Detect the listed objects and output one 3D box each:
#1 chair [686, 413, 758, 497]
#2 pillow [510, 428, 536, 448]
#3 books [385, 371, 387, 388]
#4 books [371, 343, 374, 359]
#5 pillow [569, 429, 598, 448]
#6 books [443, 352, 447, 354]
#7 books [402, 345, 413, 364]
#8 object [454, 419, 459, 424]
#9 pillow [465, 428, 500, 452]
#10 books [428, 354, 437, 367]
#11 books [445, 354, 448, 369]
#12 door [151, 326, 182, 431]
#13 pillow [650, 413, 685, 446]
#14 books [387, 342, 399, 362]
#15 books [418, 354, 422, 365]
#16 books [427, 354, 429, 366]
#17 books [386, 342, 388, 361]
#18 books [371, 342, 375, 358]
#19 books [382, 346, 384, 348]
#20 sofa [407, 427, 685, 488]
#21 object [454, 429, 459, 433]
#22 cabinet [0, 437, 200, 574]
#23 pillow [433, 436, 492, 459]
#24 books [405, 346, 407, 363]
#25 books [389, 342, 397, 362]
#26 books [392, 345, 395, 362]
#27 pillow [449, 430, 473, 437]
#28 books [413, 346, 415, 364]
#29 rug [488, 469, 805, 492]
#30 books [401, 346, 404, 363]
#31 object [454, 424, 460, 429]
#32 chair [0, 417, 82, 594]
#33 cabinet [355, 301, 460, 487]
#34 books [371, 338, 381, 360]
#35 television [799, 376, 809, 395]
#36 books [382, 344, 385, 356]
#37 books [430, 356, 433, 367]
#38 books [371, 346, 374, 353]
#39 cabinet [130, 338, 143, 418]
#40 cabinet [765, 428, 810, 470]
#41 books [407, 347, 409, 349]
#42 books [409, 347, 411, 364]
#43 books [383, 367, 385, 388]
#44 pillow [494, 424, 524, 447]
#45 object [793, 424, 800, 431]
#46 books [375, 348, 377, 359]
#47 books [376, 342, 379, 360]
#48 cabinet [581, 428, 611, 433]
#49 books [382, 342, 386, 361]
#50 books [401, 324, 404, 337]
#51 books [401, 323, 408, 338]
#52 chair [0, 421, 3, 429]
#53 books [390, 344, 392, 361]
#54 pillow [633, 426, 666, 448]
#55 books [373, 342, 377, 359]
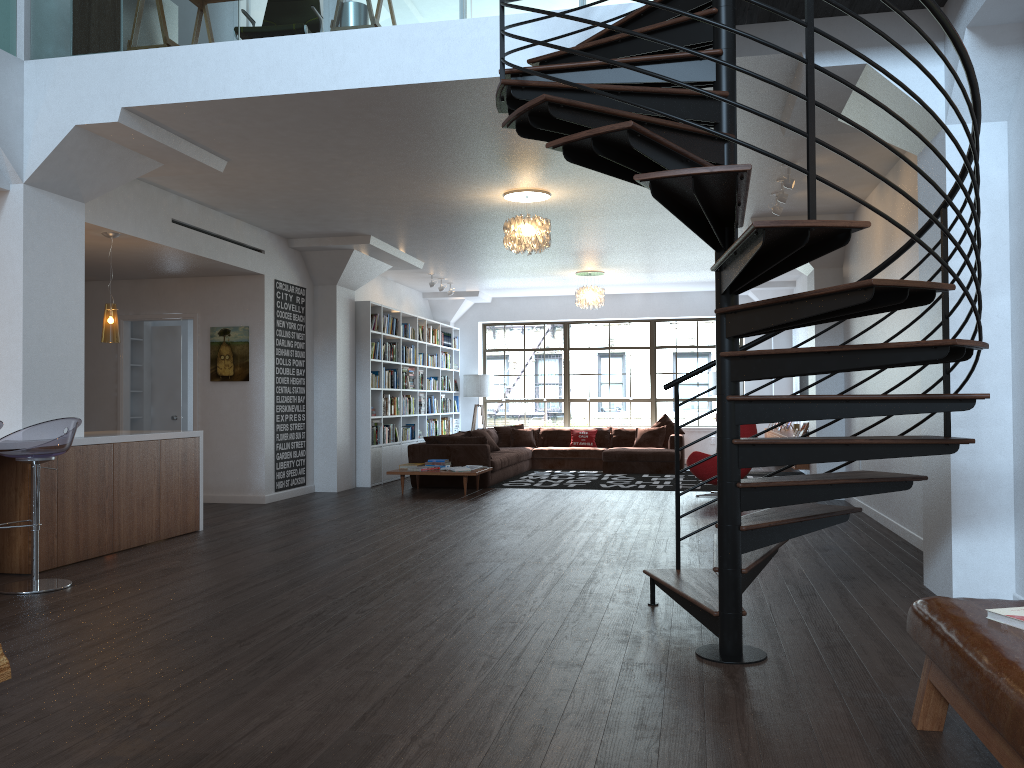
[{"bbox_3d":[2.421,0.781,10.191,0.801,1.006,0.798,-1,-1,37],"label":"chair"},{"bbox_3d":[0.165,0.894,14.730,0.489,0.337,0.238,0,-1,-19],"label":"pillow"},{"bbox_3d":[-1.801,-0.056,12.169,0.174,0.239,0.045,-1,-1,12],"label":"books"},{"bbox_3d":[-1.904,-0.432,11.685,0.161,0.218,0.101,-1,-1,12],"label":"books"},{"bbox_3d":[1.183,0.902,14.666,0.465,0.308,0.220,-1,-1,8],"label":"pillow"},{"bbox_3d":[-1.192,-0.402,15.192,0.176,0.290,0.036,-1,-1,11],"label":"books"},{"bbox_3d":[-1.573,-0.438,13.334,0.176,0.290,0.053,-1,-1,12],"label":"books"},{"bbox_3d":[-1.134,0.661,15.673,0.316,0.088,0.410,-1,-1,12],"label":"object"},{"bbox_3d":[-0.447,0.867,13.302,0.325,0.391,0.625,-1,-1,28],"label":"pillow"},{"bbox_3d":[-1.311,-0.384,14.611,0.140,0.231,0.042,-1,-1,12],"label":"books"},{"bbox_3d":[-1.190,-0.384,15.156,0.183,0.253,0.034,-1,-1,11],"label":"books"},{"bbox_3d":[-4.413,0.312,10.854,0.826,2.032,0.174,-1,-1,12],"label":"door"},{"bbox_3d":[2.454,0.773,14.454,0.651,0.587,0.335,0,-1,-10],"label":"pillow"},{"bbox_3d":[-1.708,-0.450,12.679,0.176,0.291,0.053,-1,-1,12],"label":"books"},{"bbox_3d":[-1.466,-0.372,13.805,0.128,0.178,0.021,-1,-1,12],"label":"books"},{"bbox_3d":[-1.401,-0.379,14.119,0.146,0.202,0.027,-1,-1,12],"label":"books"},{"bbox_3d":[-1.804,-0.442,12.258,0.180,0.259,0.042,-1,-1,12],"label":"books"},{"bbox_3d":[-1.894,-0.438,11.714,0.152,0.232,0.104,-1,-1,12],"label":"books"},{"bbox_3d":[-1.838,-0.420,12.026,0.161,0.207,0.135,-1,-1,12],"label":"books"},{"bbox_3d":[0.761,1.019,13.110,3.481,0.664,4.197,-1,-1,12],"label":"sofa"},{"bbox_3d":[-1.126,0.837,15.668,0.331,0.088,0.410,-1,-1,12],"label":"object"},{"bbox_3d":[-3.570,0.818,5.501,0.898,0.796,4.493,-1,-1,12],"label":"cabinet"},{"bbox_3d":[-0.644,0.854,11.613,0.750,0.364,0.289,-1,-1,11],"label":"pillow"},{"bbox_3d":[-1.631,-0.425,13.013,0.182,0.253,0.034,-1,-1,12],"label":"books"},{"bbox_3d":[-1.734,-0.448,12.631,0.198,0.284,0.049,-1,-1,12],"label":"books"},{"bbox_3d":[-1.739,-0.428,12.515,0.174,0.240,0.054,-1,-1,12],"label":"books"},{"bbox_3d":[-0.628,0.817,11.882,0.269,0.411,0.559,0,-1,-32],"label":"pillow"},{"bbox_3d":[-1.565,-0.434,13.394,0.197,0.283,0.065,-1,-1,12],"label":"books"},{"bbox_3d":[1.989,1.326,12.333,4.200,0.007,3.100,-1,-1,13],"label":"rug"},{"bbox_3d":[-1.661,-0.429,12.842,0.182,0.253,0.034,-1,-1,12],"label":"books"},{"bbox_3d":[-1.126,0.749,15.669,0.331,0.088,0.410,-1,-1,12],"label":"object"},{"bbox_3d":[-2.854,0.707,5.308,0.481,1.014,0.530,-1,-1,14],"label":"chair"},{"bbox_3d":[-1.607,0.171,13.719,0.461,2.414,4.500,-1,-1,12],"label":"cabinet"},{"bbox_3d":[-1.849,-0.464,11.901,0.176,0.290,0.053,-1,-1,12],"label":"books"},{"bbox_3d":[4.130,-0.011,12.483,0.013,0.816,1.324,-1,-1,11],"label":"television"},{"bbox_3d":[-1.834,-0.433,12.084,0.174,0.236,0.142,-1,-1,12],"label":"books"},{"bbox_3d":[-1.353,-0.361,14.406,0.128,0.178,0.022,-1,-1,12],"label":"books"},{"bbox_3d":[-1.914,-0.415,11.607,0.161,0.182,0.170,-1,-1,12],"label":"books"},{"bbox_3d":[-4.507,-0.143,11.547,0.527,2.991,2.630,-1,-1,12],"label":"cabinet"},{"bbox_3d":[3.993,0.870,12.561,0.459,0.350,4.501,-1,-1,12],"label":"cabinet"},{"bbox_3d":[-1.606,-0.421,13.167,0.159,0.250,0.026,-1,-1,12],"label":"books"},{"bbox_3d":[-1.596,-0.418,13.207,0.170,0.245,0.057,-1,-1,12],"label":"books"},{"bbox_3d":[-1.823,-0.083,12.096,0.176,0.290,0.053,-1,-1,12],"label":"books"},{"bbox_3d":[-0.003,0.880,14.863,0.580,0.418,0.334,0,-1,-15],"label":"pillow"},{"bbox_3d":[4.244,0.652,13.227,0.089,0.110,0.089,0,-1,-33],"label":"object"},{"bbox_3d":[-1.887,-0.441,11.789,0.172,0.239,0.093,-1,-1,12],"label":"books"},{"bbox_3d":[-1.872,-0.442,11.827,0.174,0.242,0.105,-1,-1,12],"label":"books"},{"bbox_3d":[1.664,1.082,15.478,1.520,0.625,0.350,-1,-1,12],"label":"cabinet"},{"bbox_3d":[-1.815,-0.441,12.172,0.183,0.253,0.042,-1,-1,12],"label":"books"},{"bbox_3d":[-1.653,-0.772,12.951,0.146,0.202,0.027,-1,-1,12],"label":"books"},{"bbox_3d":[-1.614,-0.783,13.142,0.140,0.231,0.042,-1,-1,12],"label":"books"},{"bbox_3d":[-2.980,0.696,4.691,0.481,1.014,0.530,-1,-1,9],"label":"chair"},{"bbox_3d":[-1.771,-0.436,12.407,0.183,0.253,0.042,-1,-1,12],"label":"books"},{"bbox_3d":[2.219,0.854,14.332,0.542,0.362,0.248,-1,-1,32],"label":"pillow"},{"bbox_3d":[-1.885,-0.440,11.745,0.172,0.235,0.112,-1,-1,12],"label":"books"}]
